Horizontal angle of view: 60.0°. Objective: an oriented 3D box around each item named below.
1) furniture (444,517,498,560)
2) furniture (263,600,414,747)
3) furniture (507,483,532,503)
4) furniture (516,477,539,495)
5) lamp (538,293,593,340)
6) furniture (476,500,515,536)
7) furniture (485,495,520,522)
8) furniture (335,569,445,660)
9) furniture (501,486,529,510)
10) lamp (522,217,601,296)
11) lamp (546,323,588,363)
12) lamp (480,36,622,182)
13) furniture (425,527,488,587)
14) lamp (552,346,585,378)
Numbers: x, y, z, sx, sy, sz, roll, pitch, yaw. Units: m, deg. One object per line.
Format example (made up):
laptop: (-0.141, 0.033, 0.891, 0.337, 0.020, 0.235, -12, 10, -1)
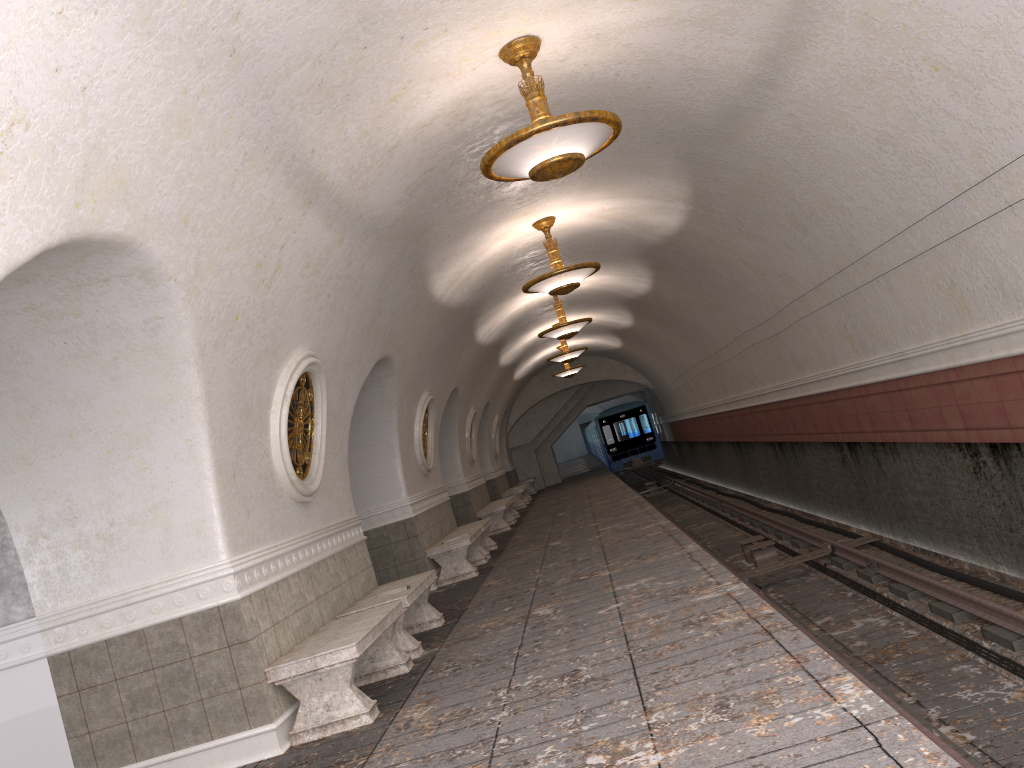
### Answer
furniture: (-0.603, 2.478, 13.907, 0.613, 0.508, 1.509, -17, -5, 3)
furniture: (-1.139, 1.989, 6.251, 0.613, 0.508, 1.509, -17, -5, 3)
furniture: (0.233, 3.241, 25.837, 0.613, 0.508, 1.509, -17, -5, 3)
furniture: (0.555, 3.536, 30.437, 0.613, 0.508, 1.509, -17, -5, 3)
lamp: (0.867, -1.243, 15.731, 1.008, 0.955, 1.008, -18, -5, 19)
furniture: (-0.300, 2.755, 18.227, 0.613, 0.508, 1.509, -17, -5, 3)
furniture: (-0.183, 2.862, 19.901, 0.613, 0.508, 1.509, -17, -5, 3)
furniture: (-1.022, 2.096, 7.925, 0.613, 0.508, 1.509, -17, -5, 3)
furniture: (0.115, 3.134, 24.163, 0.613, 0.508, 1.509, -17, -5, 3)
lamp: (0.530, -1.551, 10.923, 1.008, 0.955, 1.008, -16, -5, -13)
lamp: (1.203, -0.936, 20.538, 1.008, 0.955, 1.008, -18, -5, 19)
lamp: (0.191, -1.860, 6.082, 1.008, 0.955, 1.008, -16, -5, -13)
furniture: (-0.720, 2.371, 12.233, 0.613, 0.508, 1.509, -17, -5, 3)
lamp: (1.540, -0.628, 25.346, 1.008, 0.955, 1.008, -13, -6, -41)
